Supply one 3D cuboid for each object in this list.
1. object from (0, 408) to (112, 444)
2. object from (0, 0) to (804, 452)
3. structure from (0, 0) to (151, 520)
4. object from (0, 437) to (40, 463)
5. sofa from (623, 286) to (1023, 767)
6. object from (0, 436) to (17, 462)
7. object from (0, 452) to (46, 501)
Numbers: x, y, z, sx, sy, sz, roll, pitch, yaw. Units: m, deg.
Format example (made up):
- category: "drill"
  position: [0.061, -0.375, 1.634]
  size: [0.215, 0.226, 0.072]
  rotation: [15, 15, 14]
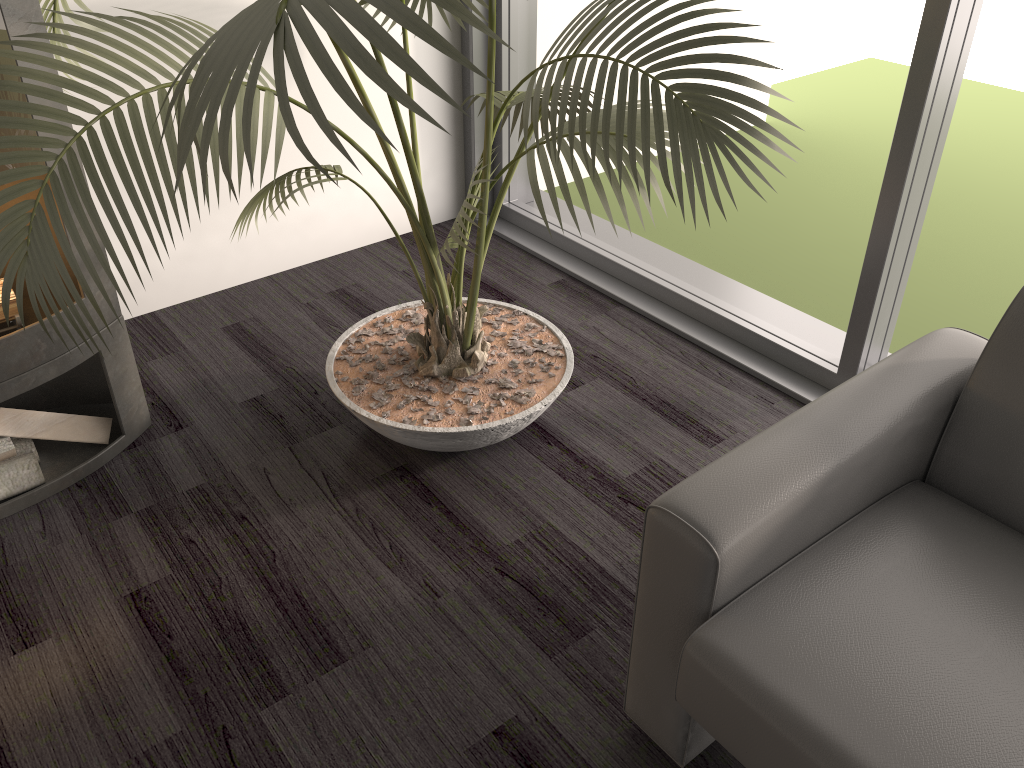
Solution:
- category: "object"
  position: [-1.109, 0.095, 2.145]
  size: [0.255, 0.183, 0.072]
  rotation: [-23, 40, -31]
- category: "object"
  position: [-0.175, -0.524, 1.780]
  size: [1.733, 1.637, 2.139]
  rotation: [-28, 42, -35]
- category: "structure"
  position: [-1.510, -1.037, 1.648]
  size: [0.824, 2.628, 1.128]
  rotation: [-23, 40, -31]
- category: "object"
  position: [-1.266, 0.196, 2.084]
  size: [0.267, 0.084, 0.086]
  rotation: [-23, 40, -30]
- category: "sofa"
  position: [1.140, 0.635, 0.894]
  size: [0.908, 0.705, 2.138]
  rotation: [-23, 40, -31]
- category: "object"
  position: [-1.267, 0.193, 2.007]
  size: [0.260, 0.067, 0.073]
  rotation: [-25, 41, -32]
- category: "object"
  position: [-1.220, 0.240, 2.019]
  size: [0.268, 0.080, 0.093]
  rotation: [-23, 40, -31]
